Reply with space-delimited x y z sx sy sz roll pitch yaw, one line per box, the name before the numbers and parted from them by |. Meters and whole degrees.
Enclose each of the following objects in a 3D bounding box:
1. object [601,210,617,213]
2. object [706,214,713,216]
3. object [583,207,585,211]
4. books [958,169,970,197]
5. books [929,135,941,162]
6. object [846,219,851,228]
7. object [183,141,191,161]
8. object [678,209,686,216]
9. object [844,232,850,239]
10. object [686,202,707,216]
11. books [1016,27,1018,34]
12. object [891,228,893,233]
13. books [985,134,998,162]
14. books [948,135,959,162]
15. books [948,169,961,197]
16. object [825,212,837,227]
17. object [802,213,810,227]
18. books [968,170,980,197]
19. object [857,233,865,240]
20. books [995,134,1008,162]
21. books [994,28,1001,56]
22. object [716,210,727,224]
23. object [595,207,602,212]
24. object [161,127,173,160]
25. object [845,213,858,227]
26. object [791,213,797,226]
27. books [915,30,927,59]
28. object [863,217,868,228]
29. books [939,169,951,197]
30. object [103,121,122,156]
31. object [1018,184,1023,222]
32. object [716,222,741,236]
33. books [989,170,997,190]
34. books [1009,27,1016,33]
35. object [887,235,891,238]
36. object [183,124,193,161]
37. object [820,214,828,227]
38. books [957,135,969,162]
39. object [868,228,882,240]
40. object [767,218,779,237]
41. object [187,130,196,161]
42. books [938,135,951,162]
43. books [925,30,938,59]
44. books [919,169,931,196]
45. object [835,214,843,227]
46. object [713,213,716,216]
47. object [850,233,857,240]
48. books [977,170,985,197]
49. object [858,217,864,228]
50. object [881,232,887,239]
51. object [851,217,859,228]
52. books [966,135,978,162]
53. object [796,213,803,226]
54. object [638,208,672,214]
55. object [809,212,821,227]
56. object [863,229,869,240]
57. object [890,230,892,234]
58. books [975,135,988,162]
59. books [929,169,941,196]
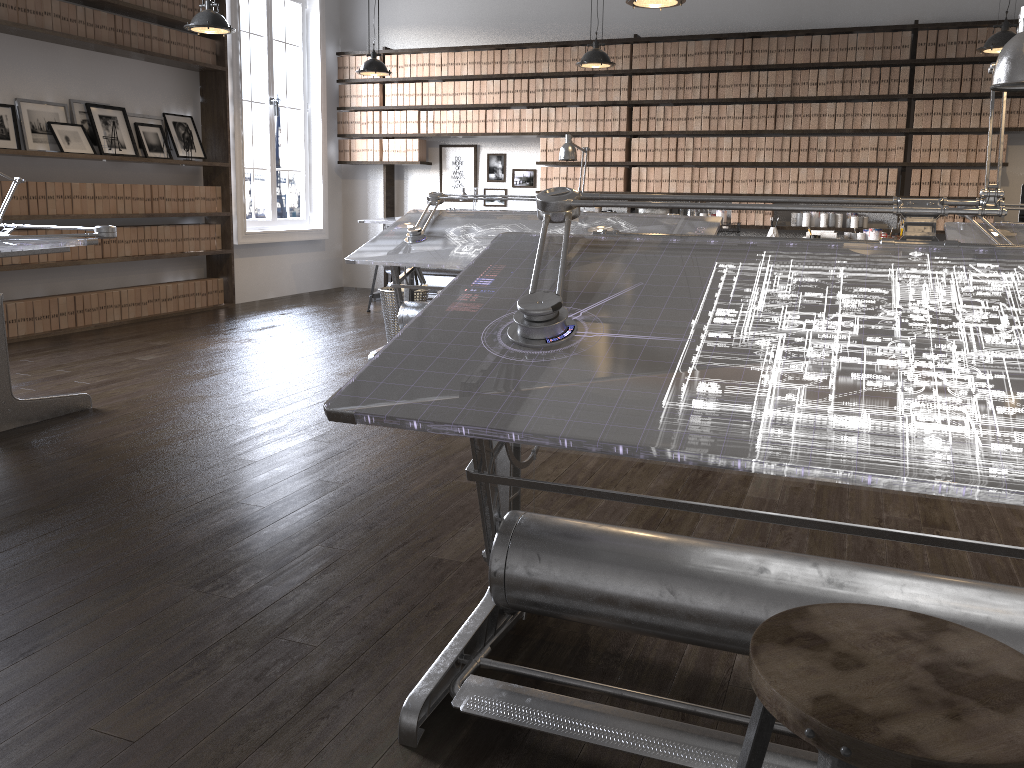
object | 0.907 -1.590 8.354 0.171 0.108 0.091 5 11 21
object | 1.800 -1.508 8.083 0.062 0.092 0.064 -2 10 -17
object | 0.681 -1.638 8.505 0.036 0.117 0.005 9 12 42
books | 3.699 -1.641 7.258 0.067 0.224 0.176 5 11 21
books | 3.480 -1.931 7.296 0.067 0.224 0.176 5 11 21
object | 2.902 -1.382 7.620 0.054 0.080 0.055 3 10 11
object | -2.667 -1.908 7.259 0.040 0.164 0.067 5 10 21
object | 1.580 -1.584 8.226 0.079 0.187 0.079 1 10 0
object | 2.840 -1.234 7.492 0.062 0.093 0.062 -4 11 -28
object | 1.685 -1.603 8.096 0.181 0.269 0.157 2 10 5
books | 3.994 -2.689 6.980 0.067 0.224 0.176 5 11 21
object | 3.117 -1.214 7.293 0.033 0.146 0.005 4 10 20
books | 3.863 -1.893 7.150 0.067 0.224 0.176 5 11 21
books | 3.607 -1.919 7.251 0.067 0.223 0.176 5 11 21
books | 3.633 -1.647 7.283 0.067 0.224 0.176 5 11 21
object | 2.767 -1.438 7.701 0.094 0.160 0.207 5 12 22
object | 2.551 -1.420 7.675 0.062 0.118 0.062 -2 10 -19
books | 3.760 -1.633 7.229 0.067 0.224 0.176 5 11 21
object | 2.901 -1.207 7.371 0.062 0.093 0.062 -2 11 -19
books | 3.931 -1.888 7.129 0.067 0.224 0.176 5 11 21
books | 3.860 -2.702 7.029 0.067 0.223 0.176 5 11 21
object | 1.887 -1.500 7.989 0.095 0.127 0.094 6 11 27
object | 0.817 -1.599 8.422 0.107 0.160 0.238 -1 11 -13
object | -2.761 -1.921 7.084 0.040 0.258 0.125 5 10 21
object | 2.948 -1.419 7.689 0.094 0.129 0.095 2 10 8
object | 2.490 -1.447 7.796 0.062 0.118 0.062 -4 11 -28
books | 3.341 -2.753 7.231 0.067 0.223 0.176 5 11 21
object | 3.025 -1.389 7.612 0.062 0.095 0.062 -6 12 -36
books | 3.566 -1.653 7.305 0.067 0.224 0.176 5 11 21
object | -2.958 -1.812 6.547 0.040 0.258 0.176 5 11 21
object | 4.256 -1.274 6.813 0.644 0.514 0.206 5 10 21
object | 1.879 -1.327 7.715 0.204 0.159 0.286 5 12 21
books | 3.882 -1.622 7.185 0.067 0.223 0.176 5 11 21
books | 3.927 -2.695 7.001 0.067 0.224 0.176 5 11 21
object | 3.094 -1.184 7.311 0.060 0.088 0.060 6 11 25
object | -2.677 -1.990 7.316 0.040 0.302 0.119 4 10 21
object | 2.687 -1.408 7.627 0.062 0.118 0.062 -1 10 -10
books | 3.668 -1.912 7.223 0.067 0.224 0.176 5 11 21
object | 2.999 -1.213 7.316 0.105 0.140 0.104 6 11 28
object | 2.270 -1.340 7.694 0.101 0.207 0.102 -3 11 -24
object | -2.678 -1.985 7.393 0.040 0.260 0.111 5 10 21
books | 3.548 -1.925 7.272 0.067 0.223 0.176 5 11 21
books | 3.408 -2.746 7.199 0.067 0.224 0.176 5 11 21
books | 3.429 -1.666 7.356 0.067 0.224 0.176 5 11 21
object | 2.822 -1.410 7.649 0.062 0.118 0.062 -1 10 -10
object | 1.843 -1.500 8.044 0.045 0.100 0.044 5 10 23
object | 2.866 -1.220 7.431 0.063 0.092 0.063 -4 11 -28
books | 3.824 -1.628 7.209 0.067 0.223 0.176 5 11 21
object | 2.971 -1.380 7.568 0.063 0.094 0.063 -6 12 -36
object | 3.047 -1.186 7.259 0.050 0.111 0.049 5 10 24
object | 2.914 -1.374 7.533 0.062 0.095 0.062 -6 12 -36
books | 3.733 -1.907 7.204 0.067 0.224 0.176 5 11 21
object | 2.516 -1.433 7.736 0.063 0.117 0.063 -4 11 -28
object | 1.330 -1.577 8.230 0.317 0.151 0.194 5 12 20
object | 2.643 -1.448 7.737 0.095 0.160 0.094 4 10 17
object | 2.993 -1.232 7.433 0.095 0.127 0.095 4 11 17
object | 3.106 -1.214 7.291 0.040 0.129 0.005 4 10 19
books | 3.799 -1.901 7.179 0.067 0.224 0.176 5 11 21
books | 3.501 -1.660 7.334 0.067 0.224 0.176 5 11 21
